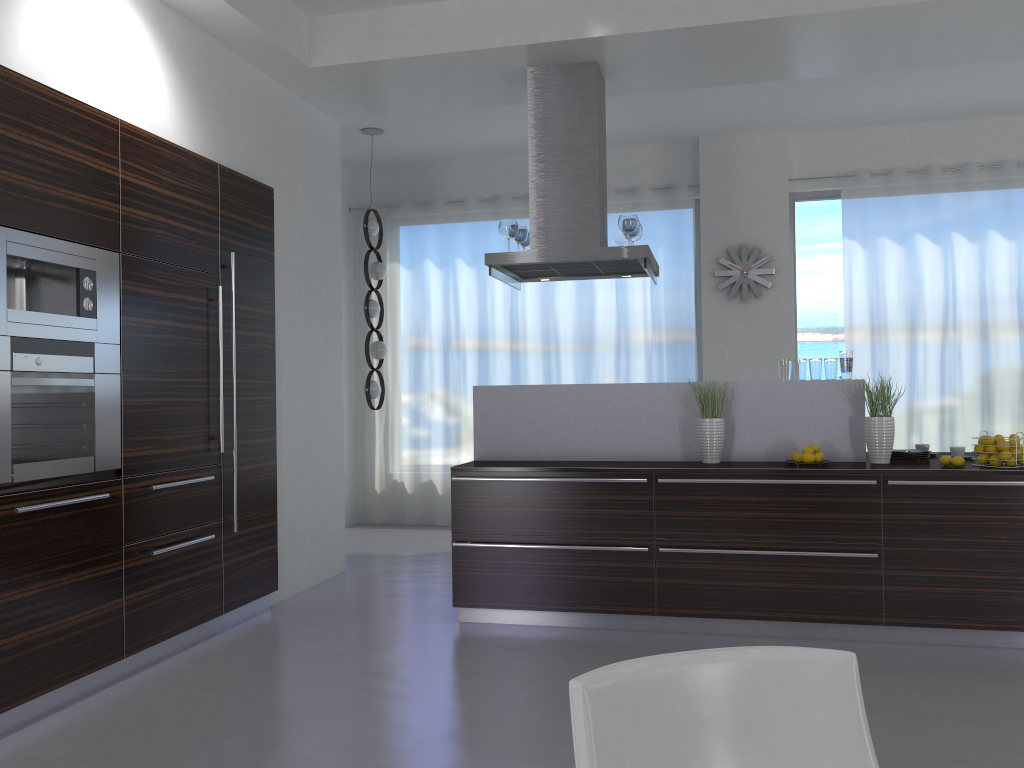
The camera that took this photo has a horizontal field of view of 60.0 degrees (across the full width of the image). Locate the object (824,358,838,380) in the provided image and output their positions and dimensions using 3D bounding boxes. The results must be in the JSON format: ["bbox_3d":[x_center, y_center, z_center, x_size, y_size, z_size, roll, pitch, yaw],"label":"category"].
[{"bbox_3d":[1.756,-0.082,4.881,0.071,0.119,0.072,0,-1,-37],"label":"object"}]

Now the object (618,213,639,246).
[{"bbox_3d":[0.704,-0.912,5.360,0.125,0.221,0.125,-1,-1,38],"label":"object"}]

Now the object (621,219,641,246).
[{"bbox_3d":[0.739,-0.911,5.514,0.125,0.221,0.125,-1,-1,38],"label":"object"}]

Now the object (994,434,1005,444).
[{"bbox_3d":[2.421,0.278,4.407,0.051,0.053,0.063,-1,-1,15],"label":"object"}]

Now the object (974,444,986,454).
[{"bbox_3d":[2.346,0.326,4.440,0.053,0.051,0.063,-1,-1,-18],"label":"object"}]

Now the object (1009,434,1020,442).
[{"bbox_3d":[2.498,0.278,4.408,0.050,0.060,0.059,-1,-1,13],"label":"object"}]

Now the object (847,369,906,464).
[{"bbox_3d":[1.945,0.167,4.654,0.269,0.502,0.247,0,-1,-34],"label":"object"}]

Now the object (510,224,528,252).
[{"bbox_3d":[0.041,-0.899,5.656,0.125,0.221,0.125,-1,-1,38],"label":"object"}]

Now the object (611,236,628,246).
[{"bbox_3d":[0.728,-0.883,5.895,0.137,0.174,0.137,-1,-1,-22],"label":"object"}]

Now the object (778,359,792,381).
[{"bbox_3d":[1.520,-0.078,4.937,0.072,0.119,0.071,0,-1,-27],"label":"object"}]

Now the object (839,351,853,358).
[{"bbox_3d":[1.834,-0.122,4.863,0.071,0.119,0.072,0,-1,-37],"label":"object"}]

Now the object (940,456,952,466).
[{"bbox_3d":[2.192,0.387,4.476,0.053,0.051,0.063,-1,-1,-18],"label":"object"}]

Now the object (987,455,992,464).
[{"bbox_3d":[2.398,0.379,4.459,0.053,0.053,0.061,0,-1,-34],"label":"object"}]

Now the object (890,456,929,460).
[{"bbox_3d":[2.206,0.410,4.957,0.232,0.020,0.232,-1,-1,22],"label":"object"}]

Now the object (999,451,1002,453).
[{"bbox_3d":[2.460,0.326,4.488,0.060,0.055,0.053,0,-1,-34],"label":"object"}]

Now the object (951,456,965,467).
[{"bbox_3d":[2.222,0.386,4.419,0.063,0.051,0.053,-1,-1,17],"label":"object"}]

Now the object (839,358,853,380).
[{"bbox_3d":[1.835,-0.083,4.862,0.071,0.119,0.072,0,-1,-37],"label":"object"}]

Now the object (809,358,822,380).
[{"bbox_3d":[1.677,-0.081,4.900,0.071,0.119,0.072,0,-1,-37],"label":"object"}]

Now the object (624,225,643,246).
[{"bbox_3d":[0.773,-0.910,5.657,0.125,0.221,0.125,-1,-1,38],"label":"object"}]

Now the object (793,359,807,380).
[{"bbox_3d":[1.599,-0.079,4.918,0.071,0.119,0.072,0,-1,-37],"label":"object"}]

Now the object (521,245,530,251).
[{"bbox_3d":[0.110,-0.897,5.952,0.125,0.221,0.125,-1,-1,38],"label":"object"}]

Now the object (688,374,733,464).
[{"bbox_3d":[1.074,0.182,4.835,0.269,0.502,0.247,-1,-1,14],"label":"object"}]

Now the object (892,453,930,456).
[{"bbox_3d":[2.205,0.390,4.958,0.232,0.020,0.232,-1,-1,17],"label":"object"}]

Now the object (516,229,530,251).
[{"bbox_3d":[0.076,-0.898,5.809,0.125,0.221,0.125,-1,-1,38],"label":"object"}]

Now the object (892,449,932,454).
[{"bbox_3d":[2.056,0.320,5.075,0.646,0.147,0.269,-1,-1,38],"label":"object"}]

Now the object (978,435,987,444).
[{"bbox_3d":[2.371,0.286,4.454,0.052,0.060,0.057,-1,-1,1],"label":"object"}]

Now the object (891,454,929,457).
[{"bbox_3d":[2.206,0.400,4.957,0.232,0.020,0.232,-1,-1,22],"label":"object"}]

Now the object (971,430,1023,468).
[{"bbox_3d":[2.432,0.320,4.405,0.189,0.174,0.207,-1,-1,-22],"label":"object"}]

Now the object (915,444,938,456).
[{"bbox_3d":[2.392,0.386,5.170,0.153,0.069,0.153,0,-1,-43],"label":"object"}]

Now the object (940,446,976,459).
[{"bbox_3d":[2.466,0.382,4.907,0.153,0.069,0.153,-1,-1,-13],"label":"object"}]

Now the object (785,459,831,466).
[{"bbox_3d":[1.552,0.414,4.655,0.232,0.020,0.232,-1,-1,22],"label":"object"}]
